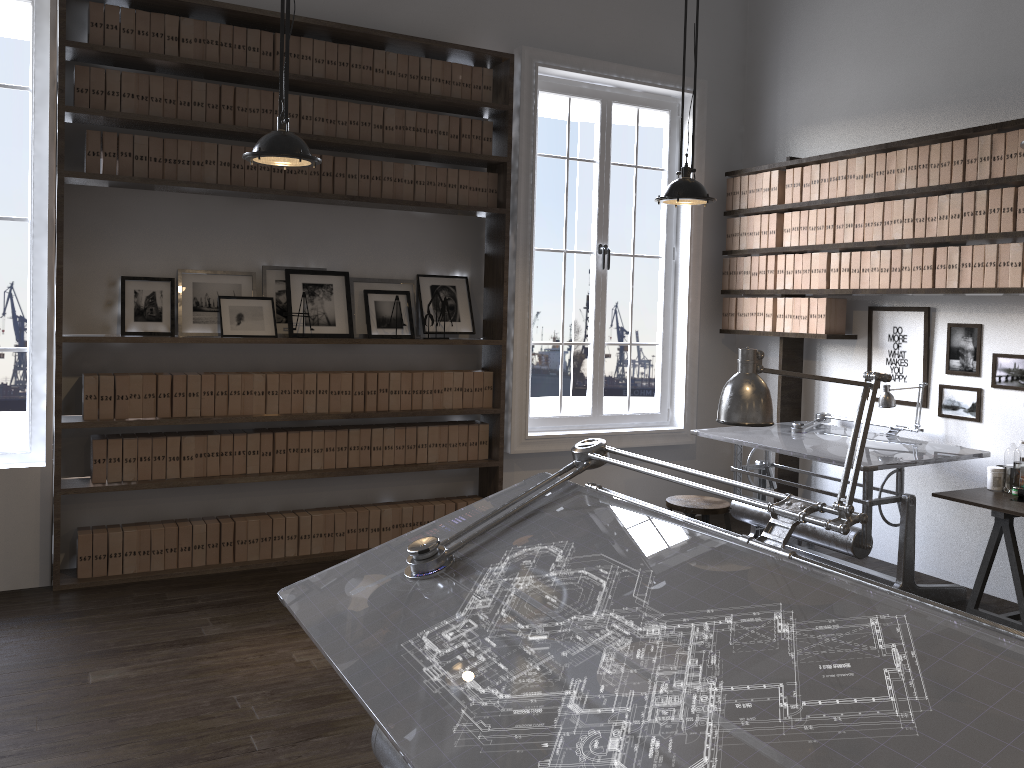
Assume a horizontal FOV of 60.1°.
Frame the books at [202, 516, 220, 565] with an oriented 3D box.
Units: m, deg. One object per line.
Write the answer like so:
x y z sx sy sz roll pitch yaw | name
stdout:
-1.650 0.856 4.846 0.066 0.225 0.175 0 3 -28 | books

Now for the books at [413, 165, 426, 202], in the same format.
-0.583 -1.188 5.307 0.067 0.225 0.175 0 3 -28 | books

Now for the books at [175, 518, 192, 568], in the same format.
-1.776 0.858 4.780 0.066 0.225 0.175 0 3 -28 | books

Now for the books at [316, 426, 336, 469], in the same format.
-1.078 0.366 5.126 0.066 0.225 0.175 0 3 -28 | books

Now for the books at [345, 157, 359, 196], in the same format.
-0.947 -1.182 5.116 0.066 0.225 0.175 0 3 -28 | books

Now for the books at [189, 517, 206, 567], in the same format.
-1.711 0.858 4.809 0.066 0.225 0.175 0 3 -28 | books

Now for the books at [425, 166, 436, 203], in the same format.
-0.523 -1.190 5.344 0.066 0.225 0.175 0 3 -28 | books

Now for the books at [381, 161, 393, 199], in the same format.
-0.761 -1.185 5.212 0.067 0.225 0.175 0 3 -28 | books

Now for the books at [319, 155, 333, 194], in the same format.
-1.076 -1.180 5.047 0.067 0.225 0.175 0 3 -28 | books

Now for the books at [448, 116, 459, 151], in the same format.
-0.388 -1.503 5.401 0.066 0.225 0.175 0 3 -28 | books

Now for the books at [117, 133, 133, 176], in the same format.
-1.999 -1.164 4.567 0.066 0.225 0.175 0 3 -28 | books

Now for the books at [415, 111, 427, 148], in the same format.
-0.577 -1.500 5.301 0.066 0.225 0.175 0 3 -28 | books

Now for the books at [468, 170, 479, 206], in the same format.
-0.274 -1.193 5.468 0.067 0.225 0.175 0 3 -28 | books

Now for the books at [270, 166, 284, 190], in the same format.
-1.319 -1.175 4.918 0.066 0.225 0.175 0 3 -28 | books

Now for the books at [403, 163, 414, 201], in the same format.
-0.648 -1.187 5.275 0.066 0.225 0.175 0 3 -28 | books

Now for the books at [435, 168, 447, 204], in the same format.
-0.462 -1.191 5.378 0.066 0.225 0.175 0 3 -28 | books

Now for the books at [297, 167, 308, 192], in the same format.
-1.201 -1.178 4.985 0.066 0.225 0.175 0 3 -28 | books

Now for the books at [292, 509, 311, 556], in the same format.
-1.208 0.849 5.074 0.067 0.225 0.175 0 3 -28 | books

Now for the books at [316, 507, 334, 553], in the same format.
-1.090 0.846 5.140 0.066 0.225 0.175 0 3 -28 | books

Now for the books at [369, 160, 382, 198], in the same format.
-0.824 -1.184 5.186 0.066 0.225 0.175 0 3 -28 | books

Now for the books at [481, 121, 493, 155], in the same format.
-0.188 -1.506 5.504 0.066 0.225 0.175 0 3 -28 | books

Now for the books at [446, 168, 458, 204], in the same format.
-0.398 -1.191 5.407 0.066 0.225 0.175 0 3 -28 | books

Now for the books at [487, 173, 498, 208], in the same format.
-0.158 -1.196 5.535 0.066 0.225 0.175 0 3 -28 | books

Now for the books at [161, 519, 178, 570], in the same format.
-1.838 0.859 4.747 0.066 0.225 0.175 0 3 -28 | books

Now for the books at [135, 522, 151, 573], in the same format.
-1.957 0.861 4.683 0.066 0.225 0.175 0 3 -28 | books

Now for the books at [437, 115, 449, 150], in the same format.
-0.449 -1.501 5.364 0.066 0.225 0.175 0 3 -28 | books

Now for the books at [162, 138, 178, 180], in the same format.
-1.810 -1.167 4.666 0.066 0.225 0.175 0 3 -28 | books

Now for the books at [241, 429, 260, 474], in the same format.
-1.455 0.373 4.922 0.066 0.225 0.175 0 3 -28 | books

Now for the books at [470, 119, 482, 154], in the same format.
-0.257 -1.505 5.471 0.066 0.225 0.175 0 3 -28 | books

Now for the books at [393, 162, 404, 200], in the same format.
-0.704 -1.186 5.247 0.066 0.225 0.175 0 3 -28 | books

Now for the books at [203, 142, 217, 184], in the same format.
-1.634 -1.170 4.756 0.066 0.225 0.175 0 3 -28 | books

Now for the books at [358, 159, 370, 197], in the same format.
-0.886 -1.183 5.153 0.066 0.225 0.175 0 3 -28 | books

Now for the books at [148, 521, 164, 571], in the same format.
-1.895 0.861 4.710 0.067 0.225 0.175 0 3 -28 | books

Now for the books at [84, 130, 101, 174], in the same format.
-2.130 -1.162 4.498 0.066 0.225 0.175 0 3 -28 | books

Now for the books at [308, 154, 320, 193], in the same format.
-1.144 -1.179 5.018 0.066 0.225 0.175 0 3 -28 | books

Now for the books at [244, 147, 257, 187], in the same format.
-1.448 -1.174 4.858 0.066 0.225 0.175 0 3 -28 | books

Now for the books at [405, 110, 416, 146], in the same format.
-0.633 -1.498 5.265 0.067 0.225 0.175 0 3 -28 | books

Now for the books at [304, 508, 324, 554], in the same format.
-1.145 0.848 5.109 0.066 0.225 0.175 0 3 -28 | books

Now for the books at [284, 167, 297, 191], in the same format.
-1.255 -1.176 4.951 0.067 0.225 0.175 0 3 -28 | books

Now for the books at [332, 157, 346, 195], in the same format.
-1.012 -1.181 5.087 0.066 0.225 0.175 0 3 -28 | books

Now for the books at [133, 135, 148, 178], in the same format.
-1.933 -1.165 4.596 0.066 0.225 0.175 0 3 -28 | books

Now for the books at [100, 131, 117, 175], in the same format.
-2.062 -1.162 4.528 0.067 0.225 0.175 0 3 -28 | books

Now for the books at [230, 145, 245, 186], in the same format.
-1.509 -1.172 4.824 0.066 0.225 0.175 0 3 -28 | books

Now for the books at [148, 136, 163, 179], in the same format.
-1.873 -1.166 4.633 0.066 0.225 0.175 0 3 -28 | books

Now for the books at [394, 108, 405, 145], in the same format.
-0.695 -1.497 5.238 0.066 0.225 0.175 0 3 -28 | books

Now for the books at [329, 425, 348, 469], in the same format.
-1.016 0.365 5.157 0.066 0.225 0.175 0 3 -28 | books

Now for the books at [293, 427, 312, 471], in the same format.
-1.201 0.368 5.053 0.066 0.225 0.175 0 3 -28 | books

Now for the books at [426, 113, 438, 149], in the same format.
-0.514 -1.501 5.334 0.066 0.225 0.175 0 3 -28 | books

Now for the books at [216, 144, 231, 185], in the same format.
-1.569 -1.171 4.788 0.067 0.225 0.175 0 3 -28 | books

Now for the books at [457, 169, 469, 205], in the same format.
-0.333 -1.192 5.438 0.066 0.225 0.175 0 3 -28 | books

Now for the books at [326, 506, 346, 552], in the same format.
-1.029 0.846 5.167 0.067 0.225 0.175 0 3 -28 | books

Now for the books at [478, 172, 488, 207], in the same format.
-0.220 -1.195 5.502 0.066 0.225 0.175 0 3 -28 | books

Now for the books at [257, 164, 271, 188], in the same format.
-1.385 -1.174 4.887 0.066 0.225 0.175 0 3 -28 | books

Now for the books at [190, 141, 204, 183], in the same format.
-1.691 -1.169 4.728 0.066 0.225 0.175 0 3 -28 | books

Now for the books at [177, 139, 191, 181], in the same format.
-1.748 -1.168 4.692 0.067 0.225 0.175 0 3 -28 | books
